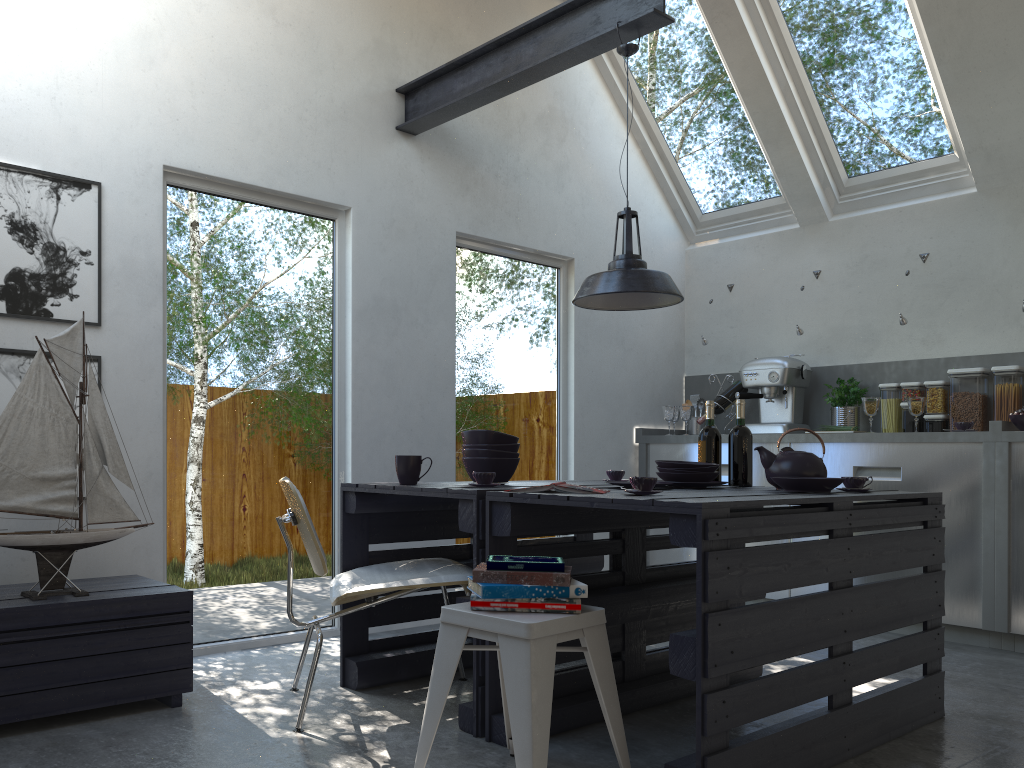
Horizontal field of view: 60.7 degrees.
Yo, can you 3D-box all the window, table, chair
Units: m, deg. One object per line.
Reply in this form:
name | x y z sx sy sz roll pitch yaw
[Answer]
window | -0.025 0.271 5.141 0.927 2.127 0.063 1 0 -42
table | -1.652 0.931 3.048 0.873 0.415 0.557 4 -5 -42
table | 0.431 0.779 3.251 1.418 0.796 1.703 4 -5 -42
chair | 0.029 0.852 2.352 0.447 0.504 0.411 -1 -3 43
window | -1.203 0.170 4.095 0.927 2.127 0.063 1 0 -42
chair | -0.459 0.748 3.140 0.757 0.818 0.711 1 -2 -12
window | 1.101 -1.710 5.420 1.398 1.395 0.883 3 -2 -42
window | 1.807 -1.773 4.645 1.392 1.388 0.883 3 -2 -42

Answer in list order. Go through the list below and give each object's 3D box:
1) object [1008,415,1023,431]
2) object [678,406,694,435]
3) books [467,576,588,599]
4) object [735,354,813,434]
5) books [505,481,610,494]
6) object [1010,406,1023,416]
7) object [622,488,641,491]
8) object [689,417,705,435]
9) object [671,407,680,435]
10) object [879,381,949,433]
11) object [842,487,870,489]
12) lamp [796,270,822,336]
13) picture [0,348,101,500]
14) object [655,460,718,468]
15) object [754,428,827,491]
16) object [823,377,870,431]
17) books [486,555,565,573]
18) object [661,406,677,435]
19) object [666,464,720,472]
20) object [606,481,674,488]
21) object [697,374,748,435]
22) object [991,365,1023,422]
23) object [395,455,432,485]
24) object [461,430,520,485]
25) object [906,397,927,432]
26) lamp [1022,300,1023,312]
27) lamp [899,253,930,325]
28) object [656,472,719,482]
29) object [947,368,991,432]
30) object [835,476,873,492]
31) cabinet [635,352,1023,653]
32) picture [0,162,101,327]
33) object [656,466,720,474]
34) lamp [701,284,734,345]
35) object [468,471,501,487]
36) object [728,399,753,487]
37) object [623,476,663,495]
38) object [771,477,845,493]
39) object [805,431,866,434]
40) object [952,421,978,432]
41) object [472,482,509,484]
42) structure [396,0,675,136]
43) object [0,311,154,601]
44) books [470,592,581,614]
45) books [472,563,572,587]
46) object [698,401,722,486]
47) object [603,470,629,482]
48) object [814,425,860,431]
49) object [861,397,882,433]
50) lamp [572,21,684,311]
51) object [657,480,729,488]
object | 2.436 0.187 4.135 0.149 0.079 0.145 0 -4 6
object | 1.122 0.238 5.632 0.095 0.192 0.102 1 -1 -20
books | 0.035 0.548 2.366 0.279 0.033 0.202 2 -5 -10
object | 1.588 0.066 5.322 0.403 0.500 0.380 2 -2 -43
books | 0.149 0.329 2.797 0.316 0.030 0.216 -1 -5 16
object | 2.436 0.137 4.135 0.169 0.095 0.134 -2 -4 33
object | 0.354 0.322 2.641 0.027 0.013 0.136 2 -5 -18
object | 1.241 0.289 5.880 0.107 0.132 0.107 1 -2 -1
object | 1.072 0.249 5.775 0.102 0.192 0.094 0 -1 19
object | 2.237 0.141 4.868 0.100 0.294 0.362 1 -2 -43
object | 1.190 0.363 3.015 0.125 0.013 0.029 3 -5 -29
lamp | 1.788 -0.494 5.265 0.062 0.435 0.320 1 -1 37
picture | -1.840 0.165 3.410 0.444 0.583 0.027 2 -1 -42
object | 0.658 0.319 3.310 0.216 0.058 0.243 5 -6 -42
object | 1.039 0.277 3.209 0.206 0.232 0.225 2 -3 -40
object | 1.935 0.129 5.089 0.249 0.341 0.249 1 -2 1
books | 0.035 0.487 2.368 0.207 0.025 0.142 0 -5 5
object | 1.016 0.238 5.650 0.104 0.192 0.092 0 -1 42
object | 0.665 0.330 3.307 0.215 0.063 0.243 4 -6 -38
object | 0.459 0.364 3.146 0.221 0.019 0.249 4 -6 -38
object | 1.316 0.135 5.606 0.324 0.393 0.239 1 -1 -12
object | 2.571 0.088 4.532 0.120 0.354 0.136 1 -1 -43
object | -0.377 0.322 3.270 0.137 0.109 0.095 -2 -3 39
object | -0.084 0.289 3.419 0.201 0.214 0.205 3 -3 -41
object | 2.138 0.167 4.626 0.104 0.192 0.093 0 -1 36
lamp | 2.606 -0.558 4.379 0.062 0.435 0.320 1 -1 37
lamp | 2.201 -0.526 4.812 0.313 0.437 0.063 2 -1 -42
object | 0.662 0.358 3.305 0.229 0.047 0.230 1 -5 -2
object | 2.439 0.098 4.672 0.120 0.354 0.186 1 -1 -43
object | 1.194 0.349 3.056 0.123 0.056 0.109 -3 -5 40
cabinet | 2.037 0.588 4.821 0.535 1.476 3.030 1 -3 -43
picture | -1.839 -0.538 3.407 0.444 0.583 0.027 2 -1 -42
object | 0.663 0.343 3.303 0.216 0.063 0.242 4 -6 -38
lamp | 1.345 -0.459 5.739 0.313 0.437 0.063 2 -1 -42
object | -0.098 0.337 3.089 0.123 0.056 0.110 -2 -5 35
object | 0.903 0.234 3.458 0.090 0.344 0.092 1 0 -9
object | 0.393 0.304 2.622 0.110 0.056 0.123 3 -5 -35
object | 0.998 0.340 2.955 0.229 0.047 0.230 1 -5 -2
object | 1.806 0.271 4.876 0.170 0.012 0.279 5 -7 -45
object | 2.252 0.216 4.357 0.111 0.056 0.122 3 -4 -27
object | -0.076 0.356 3.123 0.131 0.013 0.028 1 -4 -3
structure | -0.329 -1.427 4.303 0.128 0.208 2.682 2 -4 -43
object | -1.597 0.231 2.981 0.744 0.990 0.149 2 -1 -42
books | 0.035 0.582 2.366 0.288 0.035 0.196 0 -5 5
books | 0.031 0.515 2.370 0.261 0.032 0.171 0 -5 10
object | 0.804 0.241 3.554 0.091 0.344 0.092 1 0 -4
object | 0.458 0.408 3.863 0.123 0.056 0.110 -2 -5 35
object | 1.790 0.249 4.891 0.135 0.053 0.290 3 -5 -28
object | 1.916 0.168 4.670 0.100 0.192 0.097 1 -1 7
lamp | 0.456 -0.870 3.453 0.405 1.096 0.458 1 -1 -42
object | 0.664 0.379 3.306 0.290 0.024 0.302 2 -5 -11
